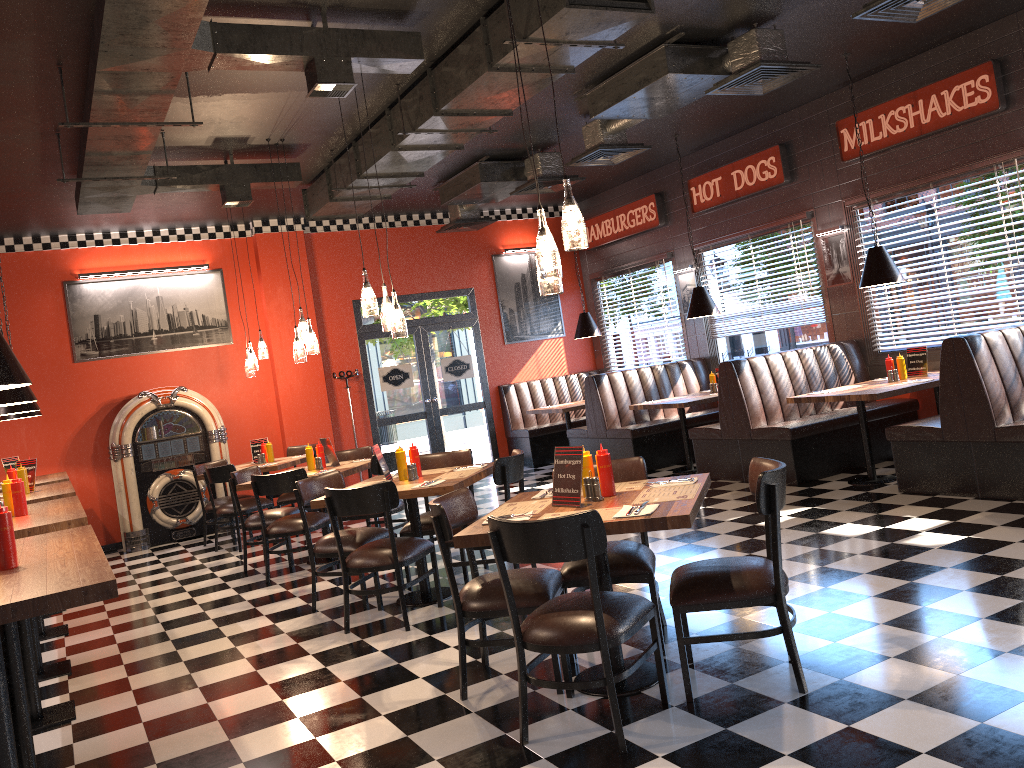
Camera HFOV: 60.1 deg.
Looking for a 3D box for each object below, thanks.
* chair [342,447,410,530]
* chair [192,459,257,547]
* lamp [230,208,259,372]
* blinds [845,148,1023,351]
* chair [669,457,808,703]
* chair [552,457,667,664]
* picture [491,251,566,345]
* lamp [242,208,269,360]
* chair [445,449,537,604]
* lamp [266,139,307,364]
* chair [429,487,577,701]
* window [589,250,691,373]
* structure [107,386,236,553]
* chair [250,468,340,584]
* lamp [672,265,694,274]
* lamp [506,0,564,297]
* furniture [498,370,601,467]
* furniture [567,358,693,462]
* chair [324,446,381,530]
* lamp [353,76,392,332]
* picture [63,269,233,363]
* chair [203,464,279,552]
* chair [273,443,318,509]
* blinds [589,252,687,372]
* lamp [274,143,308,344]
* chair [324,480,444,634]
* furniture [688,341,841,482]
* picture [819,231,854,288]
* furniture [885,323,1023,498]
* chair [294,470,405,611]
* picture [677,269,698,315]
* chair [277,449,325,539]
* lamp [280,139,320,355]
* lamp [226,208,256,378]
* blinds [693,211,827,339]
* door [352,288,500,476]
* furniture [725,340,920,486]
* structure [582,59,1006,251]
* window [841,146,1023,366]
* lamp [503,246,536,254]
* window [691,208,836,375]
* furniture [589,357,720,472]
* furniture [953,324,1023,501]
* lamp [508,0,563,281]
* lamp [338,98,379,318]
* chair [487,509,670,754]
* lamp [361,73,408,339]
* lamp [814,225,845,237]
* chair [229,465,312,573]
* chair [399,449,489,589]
[{"bbox_3d":[-1.129,1.007,7.450,0.543,0.868,0.487,-9,-1,21],"label":"chair"},{"bbox_3d":[-3.067,1.253,9.511,0.543,0.868,0.487,-9,-1,26],"label":"chair"},{"bbox_3d":[-2.911,-1.112,9.506,0.108,1.967,0.108,-9,-1,14],"label":"lamp"},{"bbox_3d":[3.939,-1.136,8.099,0.101,1.554,1.863,-8,0,-28],"label":"blinds"},{"bbox_3d":[0.925,0.783,3.683,0.544,0.868,0.487,-9,-1,12],"label":"chair"},{"bbox_3d":[0.472,0.836,4.367,0.486,0.868,0.545,-9,-1,11],"label":"chair"},{"bbox_3d":[0.249,-1.280,12.936,1.026,1.302,0.016,-8,-1,-28],"label":"picture"},{"bbox_3d":[-2.825,-1.241,9.588,0.108,1.967,0.108,-9,-1,4],"label":"lamp"},{"bbox_3d":[-0.128,0.896,5.704,0.543,0.868,0.487,-9,-1,14],"label":"chair"},{"bbox_3d":[-1.960,-1.153,7.638,0.108,1.967,0.108,-8,-1,-16],"label":"lamp"},{"bbox_3d":[-0.052,0.922,4.070,0.544,0.868,0.487,-9,-1,12],"label":"chair"},{"bbox_3d":[1.801,-0.849,12.362,0.128,1.715,2.021,-8,0,-28],"label":"window"},{"bbox_3d":[-3.930,0.914,10.233,1.298,1.770,0.498,-8,-1,-28],"label":"structure"},{"bbox_3d":[-1.761,1.109,7.158,0.486,0.868,0.545,-9,-1,12],"label":"chair"},{"bbox_3d":[2.180,-1.461,11.274,0.081,0.056,0.333,-9,1,-28],"label":"lamp"},{"bbox_3d":[0.032,-1.370,3.969,0.108,1.967,0.108,-9,-1,19],"label":"lamp"},{"bbox_3d":[0.792,0.449,12.654,1.714,1.155,0.704,-9,0,-28],"label":"furniture"},{"bbox_3d":[1.569,0.365,11.169,1.714,1.155,0.704,-9,0,-28],"label":"furniture"},{"bbox_3d":[-1.471,1.043,8.114,0.486,0.868,0.544,-9,-1,-5],"label":"chair"},{"bbox_3d":[-0.957,-1.326,5.947,0.108,1.967,0.108,-9,-1,14],"label":"lamp"},{"bbox_3d":[-4.284,-0.829,10.525,1.774,0.940,0.023,-9,-1,-28],"label":"picture"},{"bbox_3d":[-2.776,1.221,8.983,0.485,0.868,0.546,-9,-1,37],"label":"chair"},{"bbox_3d":[-2.390,1.139,9.972,0.485,0.868,0.546,-9,-1,27],"label":"chair"},{"bbox_3d":[1.736,-0.859,12.318,0.099,1.636,1.863,-8,0,-28],"label":"blinds"},{"bbox_3d":[-1.963,-1.330,7.815,0.108,1.967,0.108,-9,-1,19],"label":"lamp"},{"bbox_3d":[-0.788,1.004,5.356,0.485,0.868,0.545,-9,-1,20],"label":"chair"},{"bbox_3d":[2.673,0.247,9.061,1.714,1.155,0.704,-9,0,-28],"label":"furniture"},{"bbox_3d":[3.359,-1.285,9.175,0.012,0.537,0.350,-8,-1,-28],"label":"picture"},{"bbox_3d":[3.776,0.129,6.953,1.714,1.155,0.704,-9,0,-28],"label":"furniture"},{"bbox_3d":[-1.129,1.040,6.020,0.543,0.868,0.487,-9,-1,26],"label":"chair"},{"bbox_3d":[2.255,-1.166,11.284,0.012,0.537,0.350,-8,-1,-28],"label":"picture"},{"bbox_3d":[-2.146,1.118,9.288,0.544,0.868,0.486,-9,-1,4],"label":"chair"},{"bbox_3d":[-1.869,-1.229,7.709,0.108,1.967,0.109,-10,-2,44],"label":"lamp"},{"bbox_3d":[-2.971,-1.046,9.607,0.108,1.967,0.109,-10,-2,44],"label":"lamp"},{"bbox_3d":[2.810,-1.189,10.210,0.100,1.206,1.863,-8,0,-28],"label":"blinds"},{"bbox_3d":[-1.132,0.037,12.088,1.805,2.574,0.128,-8,-1,-28],"label":"door"},{"bbox_3d":[2.999,0.212,8.438,1.714,1.155,0.704,-9,0,-28],"label":"furniture"},{"bbox_3d":[3.654,-2.460,8.192,0.120,0.439,11.229,-8,1,-28],"label":"structure"},{"bbox_3d":[4.008,-1.085,8.146,0.128,1.715,2.021,-8,0,-28],"label":"window"},{"bbox_3d":[0.147,-1.956,12.915,0.612,0.056,0.081,-9,1,-28],"label":"lamp"},{"bbox_3d":[2.905,-0.967,10.254,0.128,1.715,2.021,-8,0,-28],"label":"window"},{"bbox_3d":[1.895,0.331,10.546,1.714,1.155,0.704,-9,0,-28],"label":"furniture"},{"bbox_3d":[4.102,0.094,6.330,1.714,1.155,0.704,-9,0,-28],"label":"furniture"},{"bbox_3d":[0.021,-1.425,3.847,0.109,1.967,0.108,-8,-2,-41],"label":"lamp"},{"bbox_3d":[-1.077,-1.419,5.870,0.108,1.967,0.109,-9,-1,34],"label":"lamp"},{"bbox_3d":[0.248,0.892,3.435,0.485,0.868,0.546,-9,-1,29],"label":"chair"},{"bbox_3d":[-0.880,-1.275,5.844,0.108,1.967,0.108,-8,-1,-16],"label":"lamp"},{"bbox_3d":[3.286,-1.579,9.162,0.081,0.056,0.333,-9,1,-28],"label":"lamp"},{"bbox_3d":[-2.130,1.151,7.766,0.544,0.868,0.486,-9,-1,9],"label":"chair"},{"bbox_3d":[-0.497,0.938,6.312,0.485,0.868,0.545,-9,-1,17],"label":"chair"}]
